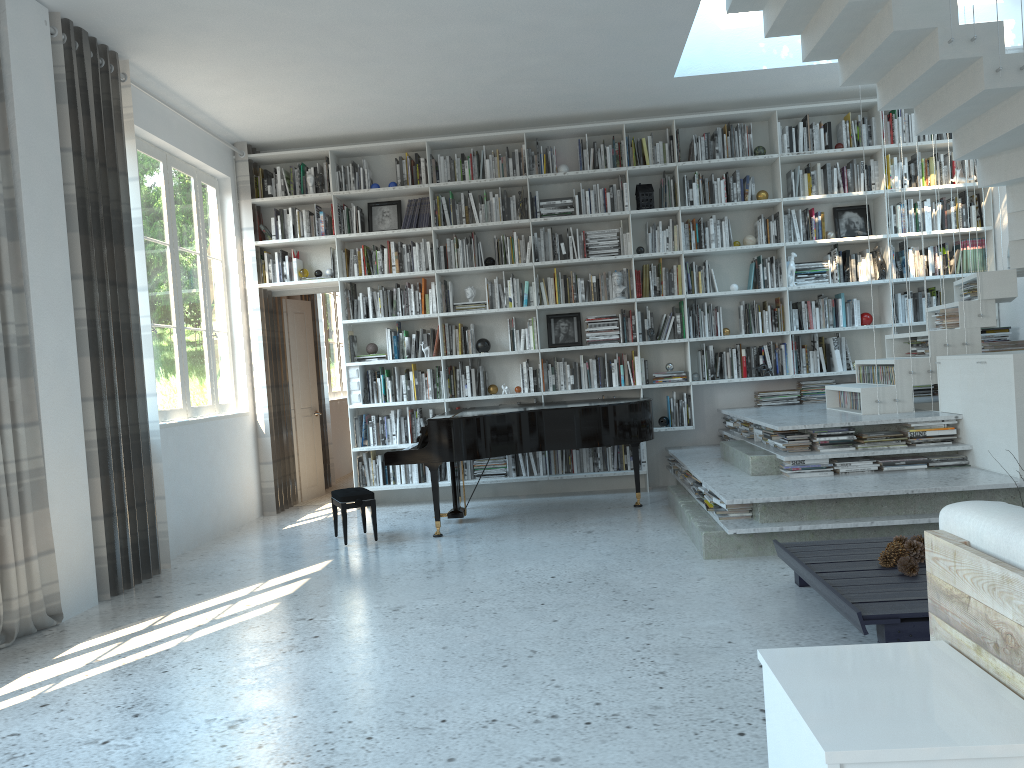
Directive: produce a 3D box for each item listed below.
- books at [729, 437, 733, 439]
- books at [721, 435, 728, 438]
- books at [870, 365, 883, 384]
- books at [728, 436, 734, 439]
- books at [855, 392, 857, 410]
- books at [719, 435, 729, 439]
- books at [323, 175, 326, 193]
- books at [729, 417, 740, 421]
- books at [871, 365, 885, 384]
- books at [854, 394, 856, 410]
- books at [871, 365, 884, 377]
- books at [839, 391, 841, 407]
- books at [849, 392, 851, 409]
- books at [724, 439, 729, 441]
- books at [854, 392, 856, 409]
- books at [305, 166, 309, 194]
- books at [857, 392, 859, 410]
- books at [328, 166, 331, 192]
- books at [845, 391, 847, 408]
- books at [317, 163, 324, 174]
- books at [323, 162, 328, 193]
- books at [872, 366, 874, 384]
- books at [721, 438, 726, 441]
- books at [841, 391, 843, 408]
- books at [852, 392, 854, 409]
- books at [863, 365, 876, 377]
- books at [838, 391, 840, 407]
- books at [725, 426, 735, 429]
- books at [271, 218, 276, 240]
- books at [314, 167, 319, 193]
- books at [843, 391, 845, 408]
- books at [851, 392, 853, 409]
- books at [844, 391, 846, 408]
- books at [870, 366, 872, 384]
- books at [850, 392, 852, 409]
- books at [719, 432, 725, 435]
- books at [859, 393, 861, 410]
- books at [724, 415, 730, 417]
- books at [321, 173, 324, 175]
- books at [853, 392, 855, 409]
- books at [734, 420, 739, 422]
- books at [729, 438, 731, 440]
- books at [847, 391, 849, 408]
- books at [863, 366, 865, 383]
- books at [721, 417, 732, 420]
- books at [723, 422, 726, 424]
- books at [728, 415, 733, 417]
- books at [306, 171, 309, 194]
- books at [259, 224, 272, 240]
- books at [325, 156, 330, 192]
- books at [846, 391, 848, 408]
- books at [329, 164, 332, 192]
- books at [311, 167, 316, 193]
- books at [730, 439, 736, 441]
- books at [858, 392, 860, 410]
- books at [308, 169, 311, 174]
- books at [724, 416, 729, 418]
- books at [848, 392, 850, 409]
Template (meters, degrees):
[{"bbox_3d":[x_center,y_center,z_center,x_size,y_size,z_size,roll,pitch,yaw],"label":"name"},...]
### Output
[{"bbox_3d":[1.878,0.441,7.318,0.144,0.009,0.249,-4,1,8],"label":"books"},{"bbox_3d":[1.893,0.443,7.630,0.159,0.009,0.210,-4,1,8],"label":"books"},{"bbox_3d":[2.657,-0.070,6.421,0.125,0.125,0.012,-4,2,4],"label":"books"},{"bbox_3d":[1.880,0.430,7.318,0.149,0.014,0.228,-4,1,2],"label":"books"},{"bbox_3d":[2.514,0.117,6.316,0.125,0.125,0.008,-4,2,4],"label":"books"},{"bbox_3d":[1.886,0.452,7.630,0.184,0.006,0.262,-4,1,5],"label":"books"},{"bbox_3d":[-1.637,-1.735,7.816,0.028,0.185,0.167,-4,1,4],"label":"books"},{"bbox_3d":[1.900,0.279,7.298,0.163,0.018,0.289,-4,1,3],"label":"books"},{"bbox_3d":[2.655,-0.069,6.383,0.125,0.125,0.010,-4,2,4],"label":"books"},{"bbox_3d":[2.516,0.116,6.346,0.125,0.125,0.008,-4,2,4],"label":"books"},{"bbox_3d":[2.656,-0.069,6.392,0.125,0.125,0.007,-4,2,4],"label":"books"},{"bbox_3d":[2.540,0.109,6.697,0.125,0.125,0.010,-4,2,4],"label":"books"},{"bbox_3d":[2.524,0.114,6.454,0.125,0.125,0.008,-4,2,4],"label":"books"},{"bbox_3d":[1.900,0.465,7.630,0.159,0.012,0.278,-4,1,3],"label":"books"},{"bbox_3d":[2.516,0.116,6.337,0.125,0.125,0.008,-4,2,4],"label":"books"},{"bbox_3d":[-1.791,-1.769,7.827,0.013,0.275,0.158,-4,1,4],"label":"books"},{"bbox_3d":[2.512,0.117,6.278,0.125,0.125,0.010,-4,2,4],"label":"books"},{"bbox_3d":[-1.578,-1.776,7.811,0.025,0.259,0.138,-4,1,4],"label":"books"},{"bbox_3d":[2.530,0.112,6.548,0.125,0.125,0.008,-4,2,4],"label":"books"},{"bbox_3d":[-1.684,-1.785,7.825,0.013,0.292,0.154,-4,1,4],"label":"books"},{"bbox_3d":[-1.616,-1.787,7.812,0.022,0.286,0.175,-4,1,4],"label":"books"},{"bbox_3d":[2.653,-0.068,6.360,0.125,0.125,0.010,-4,2,4],"label":"books"},{"bbox_3d":[1.898,0.477,7.631,0.170,0.012,0.215,-4,1,4],"label":"books"},{"bbox_3d":[2.537,0.110,6.649,0.125,0.125,0.010,-4,2,4],"label":"books"},{"bbox_3d":[2.519,0.115,6.386,0.125,0.125,0.008,-4,2,4],"label":"books"},{"bbox_3d":[2.667,-0.073,6.567,0.125,0.125,0.010,-4,2,4],"label":"books"},{"bbox_3d":[2.541,0.108,6.721,0.125,0.125,0.007,-4,2,4],"label":"books"},{"bbox_3d":[1.924,0.363,7.590,0.163,0.017,0.232,-4,1,6],"label":"books"},{"bbox_3d":[-2.088,-1.351,7.858,0.034,0.218,0.166,-4,1,4],"label":"books"},{"bbox_3d":[-1.704,-1.767,7.814,0.027,0.259,0.147,-4,1,4],"label":"books"},{"bbox_3d":[2.533,0.111,6.593,0.125,0.125,0.008,-4,2,4],"label":"books"},{"bbox_3d":[2.521,0.115,6.409,0.125,0.125,0.008,-4,2,4],"label":"books"},{"bbox_3d":[2.531,0.111,6.570,0.125,0.125,0.007,-4,2,4],"label":"books"},{"bbox_3d":[2.656,-0.069,6.402,0.125,0.125,0.009,-4,2,4],"label":"books"},{"bbox_3d":[2.522,0.114,6.431,0.125,0.125,0.009,-4,2,4],"label":"books"},{"bbox_3d":[1.887,0.420,7.629,0.174,0.009,0.240,-4,1,6],"label":"books"},{"bbox_3d":[2.509,0.118,6.229,0.125,0.125,0.011,-4,2,4],"label":"books"},{"bbox_3d":[1.917,0.270,7.588,0.159,0.011,0.246,-4,1,1],"label":"books"},{"bbox_3d":[-1.663,-1.743,7.820,0.023,0.205,0.145,-4,1,4],"label":"books"},{"bbox_3d":[2.518,0.116,6.363,0.125,0.125,0.007,-4,2,4],"label":"books"},{"bbox_3d":[1.902,0.294,7.298,0.143,0.012,0.264,-4,1,9],"label":"books"},{"bbox_3d":[1.885,0.454,7.318,0.137,0.018,0.200,-4,1,0],"label":"books"},{"bbox_3d":[2.527,0.113,6.501,0.125,0.125,0.007,-4,2,4],"label":"books"},{"bbox_3d":[2.666,-0.072,6.557,0.125,0.125,0.010,-4,2,4],"label":"books"},{"bbox_3d":[1.908,0.292,7.589,0.171,0.015,0.252,-4,1,-1],"label":"books"},{"bbox_3d":[1.917,0.332,7.590,0.179,0.012,0.261,-4,1,4],"label":"books"},{"bbox_3d":[1.888,0.254,7.297,0.171,0.020,0.193,-4,1,-1],"label":"books"},{"bbox_3d":[-1.772,-1.746,7.826,0.021,0.226,0.156,-4,1,4],"label":"books"},{"bbox_3d":[-2.163,-1.326,7.875,0.121,0.176,0.129,-4,1,4],"label":"books"},{"bbox_3d":[-1.600,-1.814,7.805,0.014,0.338,0.167,-4,1,4],"label":"books"},{"bbox_3d":[2.528,0.112,6.525,0.125,0.125,0.008,-4,2,4],"label":"books"},{"bbox_3d":[-1.555,-1.773,7.773,0.024,0.252,0.235,-4,1,4],"label":"books"},{"bbox_3d":[-1.727,-1.763,7.819,0.021,0.253,0.179,-4,1,4],"label":"books"},{"bbox_3d":[1.842,0.451,7.010,0.181,0.017,0.250,-4,1,1],"label":"books"},{"bbox_3d":[2.510,0.118,6.253,0.125,0.125,0.008,-4,2,4],"label":"books"},{"bbox_3d":[-1.751,-1.756,7.811,0.025,0.244,0.167,-4,1,4],"label":"books"},{"bbox_3d":[1.917,0.279,7.588,0.167,0.008,0.234,-4,1,3],"label":"books"},{"bbox_3d":[2.525,0.113,6.478,0.125,0.125,0.008,-4,2,4],"label":"books"}]
